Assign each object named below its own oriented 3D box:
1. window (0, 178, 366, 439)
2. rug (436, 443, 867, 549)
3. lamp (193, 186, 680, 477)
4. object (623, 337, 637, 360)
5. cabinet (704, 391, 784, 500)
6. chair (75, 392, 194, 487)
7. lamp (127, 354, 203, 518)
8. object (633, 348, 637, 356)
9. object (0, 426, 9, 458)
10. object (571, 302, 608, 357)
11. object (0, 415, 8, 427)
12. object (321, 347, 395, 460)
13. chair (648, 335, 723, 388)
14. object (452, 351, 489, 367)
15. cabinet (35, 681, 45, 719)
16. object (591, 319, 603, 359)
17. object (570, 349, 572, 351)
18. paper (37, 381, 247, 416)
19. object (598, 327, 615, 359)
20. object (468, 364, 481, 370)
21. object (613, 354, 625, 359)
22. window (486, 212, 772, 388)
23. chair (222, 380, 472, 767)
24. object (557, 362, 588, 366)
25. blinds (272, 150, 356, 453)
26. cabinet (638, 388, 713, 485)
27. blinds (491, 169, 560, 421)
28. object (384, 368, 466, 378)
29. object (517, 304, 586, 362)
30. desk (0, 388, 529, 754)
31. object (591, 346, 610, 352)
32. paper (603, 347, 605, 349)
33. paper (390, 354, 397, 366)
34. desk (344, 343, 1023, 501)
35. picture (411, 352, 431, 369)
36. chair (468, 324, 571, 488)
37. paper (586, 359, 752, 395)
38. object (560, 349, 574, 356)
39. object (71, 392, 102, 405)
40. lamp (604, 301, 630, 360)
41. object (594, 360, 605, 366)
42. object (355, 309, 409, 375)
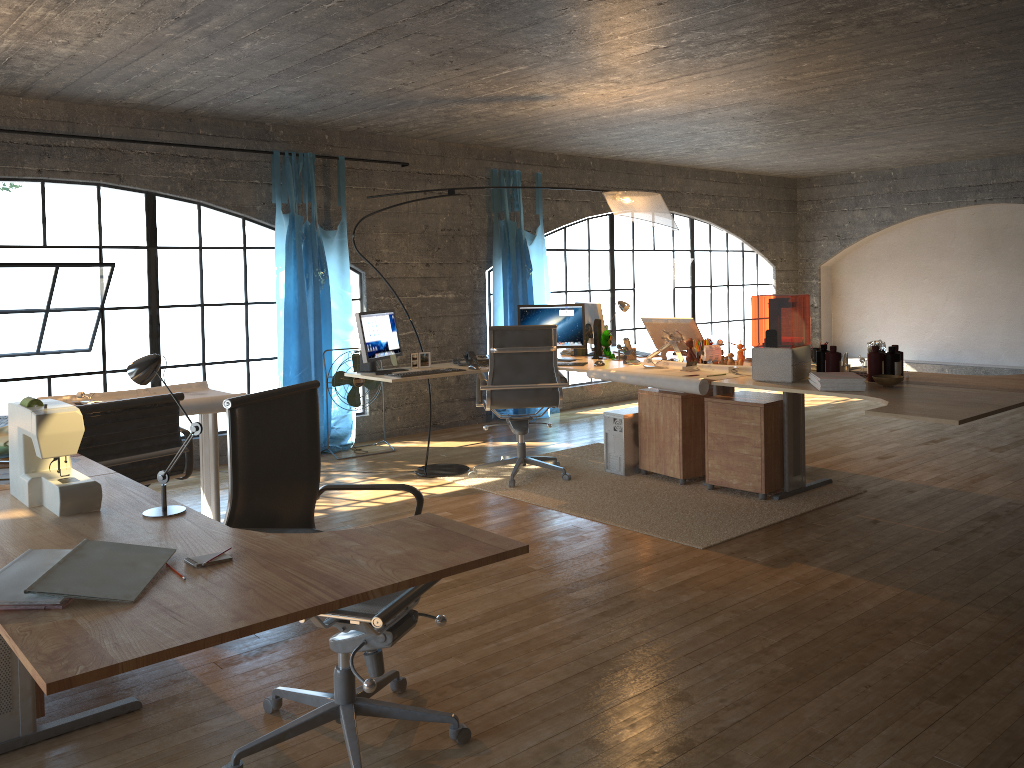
[{"bbox_3d":[-3.331,-0.217,4.116,3.184,1.861,6.993,0,7,9],"label":"window"},{"bbox_3d":[0.795,0.627,5.577,1.606,0.005,2.207,-7,9,-40],"label":"rug"},{"bbox_3d":[-1.981,-0.349,6.136,6.235,1.929,0.387,-1,2,5],"label":"lamp"},{"bbox_3d":[0.799,-0.244,6.047,0.082,0.159,0.084,1,3,38],"label":"object"},{"bbox_3d":[1.451,0.361,5.339,0.428,0.570,0.427,-4,5,-43],"label":"cabinet"},{"bbox_3d":[-1.758,0.480,3.720,0.685,0.856,0.656,1,4,36],"label":"chair"},{"bbox_3d":[-0.884,0.128,2.252,0.207,0.408,0.105,1,2,35],"label":"lamp"},{"bbox_3d":[0.847,-0.213,6.120,0.035,0.078,0.098,-1,5,7],"label":"object"},{"bbox_3d":[-1.653,0.194,2.986,0.256,0.129,0.253,-6,7,-38],"label":"object"},{"bbox_3d":[0.577,-0.403,6.447,0.286,0.389,0.472,-2,5,-16],"label":"object"},{"bbox_3d":[-2.218,0.172,3.752,0.187,0.011,0.493,-3,7,-16],"label":"object"},{"bbox_3d":[-1.262,0.116,6.860,0.491,0.799,0.582,-3,4,-36],"label":"object"},{"bbox_3d":[1.254,0.094,6.387,0.684,0.856,0.656,-1,3,6],"label":"chair"},{"bbox_3d":[-0.250,-0.169,5.936,0.279,0.081,0.414,-2,7,-9],"label":"object"},{"bbox_3d":[-1.685,0.756,2.620,0.428,0.570,0.426,-4,5,-43],"label":"cabinet"},{"bbox_3d":[0.596,-0.317,6.197,0.085,0.277,0.085,-1,2,5],"label":"object"},{"bbox_3d":[0.441,-0.270,6.552,0.144,0.032,0.152,-6,8,-36],"label":"object"},{"bbox_3d":[-1.847,0.100,4.439,0.854,0.113,0.583,-7,9,-40],"label":"paper"},{"bbox_3d":[0.661,-0.287,6.178,0.115,0.219,0.248,-1,5,9],"label":"object"},{"bbox_3d":[-0.239,-0.111,5.654,0.059,0.034,0.101,-4,7,-30],"label":"object"},{"bbox_3d":[0.765,-0.193,6.179,0.132,0.026,0.132,-7,9,-40],"label":"object"},{"bbox_3d":[-1.222,-0.593,6.773,3.918,1.843,12.307,2,7,28],"label":"window"},{"bbox_3d":[-0.475,0.520,2.540,0.684,1.012,0.656,0,3,19],"label":"chair"},{"bbox_3d":[0.246,-0.133,5.847,0.490,0.011,0.188,1,7,14],"label":"object"},{"bbox_3d":[-1.502,-0.617,6.751,0.258,2.290,0.669,0,2,44],"label":"blinds"},{"bbox_3d":[1.127,0.318,5.745,0.474,0.570,0.426,-4,4,-33],"label":"cabinet"},{"bbox_3d":[0.142,-0.760,8.152,0.860,2.411,0.261,-2,2,-32],"label":"blinds"},{"bbox_3d":[-0.533,-0.072,5.472,0.492,0.011,0.187,-7,9,-41],"label":"object"},{"bbox_3d":[0.274,-0.358,6.133,0.470,0.389,0.287,-1,3,-1],"label":"object"},{"bbox_3d":[-1.229,0.601,3.141,1.641,0.735,3.519,-6,8,-39],"label":"desk"},{"bbox_3d":[0.680,-0.272,6.723,0.135,0.057,0.155,-4,7,-25],"label":"object"},{"bbox_3d":[0.669,-0.259,6.313,0.019,0.074,0.079,-2,4,-16],"label":"paper"},{"bbox_3d":[-0.756,-0.153,5.661,0.018,0.074,0.078,-1,4,19],"label":"paper"},{"bbox_3d":[1.315,0.282,5.341,3.271,0.735,3.479,-7,9,-41],"label":"desk"},{"bbox_3d":[-0.605,-0.155,5.782,0.159,0.104,0.032,-6,4,-40],"label":"picture"},{"bbox_3d":[0.024,0.108,5.837,0.653,1.012,0.688,-2,3,-7],"label":"chair"},{"bbox_3d":[0.941,-0.053,5.227,0.584,0.113,0.853,-7,9,-40],"label":"paper"},{"bbox_3d":[0.459,-0.238,6.566,0.205,0.036,0.205,-7,9,-42],"label":"object"},{"bbox_3d":[-2.114,0.065,4.395,0.054,0.064,0.160,0,6,16],"label":"object"},{"bbox_3d":[0.726,-0.372,6.085,0.105,0.408,0.208,-2,3,-29],"label":"lamp"},{"bbox_3d":[0.564,-0.134,5.711,0.059,0.034,0.101,1,7,24],"label":"object"},{"bbox_3d":[-0.837,-0.268,5.581,0.285,0.389,0.472,0,5,19],"label":"object"}]
